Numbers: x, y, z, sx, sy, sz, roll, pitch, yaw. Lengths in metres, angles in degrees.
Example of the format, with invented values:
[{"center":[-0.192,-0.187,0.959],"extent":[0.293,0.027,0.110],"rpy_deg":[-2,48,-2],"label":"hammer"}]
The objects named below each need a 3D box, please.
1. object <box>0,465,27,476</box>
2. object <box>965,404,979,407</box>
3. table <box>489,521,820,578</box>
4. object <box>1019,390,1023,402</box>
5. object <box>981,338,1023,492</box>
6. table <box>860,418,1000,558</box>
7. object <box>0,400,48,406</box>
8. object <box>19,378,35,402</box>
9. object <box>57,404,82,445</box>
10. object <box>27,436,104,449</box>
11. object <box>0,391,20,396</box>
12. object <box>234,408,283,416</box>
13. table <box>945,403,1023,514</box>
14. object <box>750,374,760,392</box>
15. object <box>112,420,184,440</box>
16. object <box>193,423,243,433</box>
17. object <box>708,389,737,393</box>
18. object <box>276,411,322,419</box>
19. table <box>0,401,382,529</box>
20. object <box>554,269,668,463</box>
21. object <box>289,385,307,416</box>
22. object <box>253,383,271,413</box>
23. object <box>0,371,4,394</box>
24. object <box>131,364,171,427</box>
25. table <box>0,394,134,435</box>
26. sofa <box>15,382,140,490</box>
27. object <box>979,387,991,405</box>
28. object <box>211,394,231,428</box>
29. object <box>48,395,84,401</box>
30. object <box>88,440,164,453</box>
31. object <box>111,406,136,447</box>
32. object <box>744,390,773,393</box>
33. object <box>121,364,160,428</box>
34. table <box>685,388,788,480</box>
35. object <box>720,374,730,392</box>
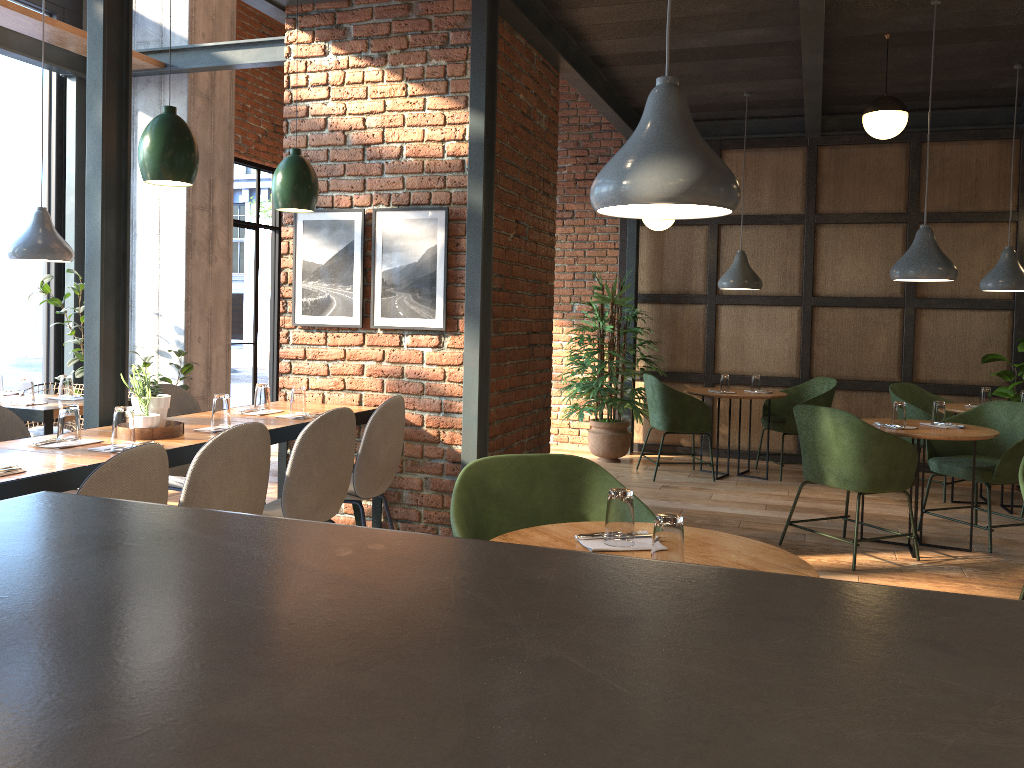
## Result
[{"center":[-1.556,0.257,2.567],"extent":[0.157,0.019,0.243],"rpy_deg":[3,5,19],"label":"object"},{"center":[3.413,0.156,6.413],"extent":[0.242,0.019,0.158],"rpy_deg":[-1,5,-26],"label":"object"},{"center":[0.305,0.767,2.139],"extent":[0.807,0.686,0.809],"rpy_deg":[-1,4,-41],"label":"table"},{"center":[3.555,0.115,6.134],"extent":[0.080,0.138,0.080],"rpy_deg":[3,3,26],"label":"object"},{"center":[4.147,-0.051,6.725],"extent":[1.058,1.792,0.722],"rpy_deg":[3,2,29],"label":"object"},{"center":[2.322,0.587,5.077],"extent":[0.807,0.686,0.809],"rpy_deg":[0,4,-30],"label":"table"},{"center":[-2.742,0.101,4.956],"extent":[0.243,0.019,0.158],"rpy_deg":[3,5,19],"label":"object"},{"center":[-2.722,0.034,4.972],"extent":[0.080,0.138,0.080],"rpy_deg":[1,2,-8],"label":"object"},{"center":[-1.585,0.143,3.170],"extent":[0.080,0.138,0.080],"rpy_deg":[4,3,42],"label":"object"},{"center":[-1.601,0.206,3.200],"extent":[0.157,0.019,0.243],"rpy_deg":[3,5,19],"label":"object"},{"center":[-3.133,0.054,5.443],"extent":[0.243,0.019,0.158],"rpy_deg":[3,5,19],"label":"object"},{"center":[-1.221,0.130,4.298],"extent":[0.157,0.019,0.243],"rpy_deg":[3,5,17],"label":"object"},{"center":[3.445,0.520,6.286],"extent":[0.808,0.686,0.809],"rpy_deg":[3,3,19],"label":"table"},{"center":[1.989,-0.008,7.233],"extent":[0.080,0.138,0.080],"rpy_deg":[1,2,-3],"label":"object"},{"center":[-1.414,0.178,3.445],"extent":[0.251,0.046,0.254],"rpy_deg":[1,4,-8],"label":"object"},{"center":[-1.197,0.180,3.663],"extent":[0.157,0.019,0.243],"rpy_deg":[3,5,19],"label":"object"},{"center":[1.689,0.057,7.150],"extent":[0.157,0.019,0.243],"rpy_deg":[0,5,-15],"label":"object"},{"center":[-1.000,0.145,4.176],"extent":[0.157,0.019,0.243],"rpy_deg":[3,5,19],"label":"object"},{"center":[-1.435,0.581,3.484],"extent":[0.658,0.764,2.777],"rpy_deg":[2,4,19],"label":"table"},{"center":[0.874,-0.180,7.814],"extent":[0.978,1.720,0.915],"rpy_deg":[1,2,-16],"label":"object"},{"center":[-1.014,0.076,4.202],"extent":[0.080,0.138,0.080],"rpy_deg":[1,2,-8],"label":"object"},{"center":[-1.203,0.066,4.269],"extent":[0.080,0.138,0.080],"rpy_deg":[3,3,40],"label":"object"},{"center":[-3.159,-0.011,5.425],"extent":[0.080,0.138,0.080],"rpy_deg":[1,2,-8],"label":"object"},{"center":[-1.424,0.057,3.494],"extent":[0.146,0.276,0.146],"rpy_deg":[1,2,0],"label":"object"},{"center":[-2.976,0.439,5.204],"extent":[1.272,0.705,0.659],"rpy_deg":[3,3,19],"label":"table"},{"center":[-2.793,0.389,5.740],"extent":[1.092,0.732,0.471],"rpy_deg":[3,3,19],"label":"sofa"},{"center":[3.414,0.092,6.385],"extent":[0.080,0.138,0.080],"rpy_deg":[1,2,-4],"label":"object"},{"center":[-1.211,0.111,3.689],"extent":[0.080,0.138,0.080],"rpy_deg":[1,2,-8],"label":"object"},{"center":[-2.615,0.080,5.266],"extent":[0.243,0.019,0.158],"rpy_deg":[3,5,19],"label":"object"},{"center":[-1.365,0.218,3.120],"extent":[0.157,0.019,0.243],"rpy_deg":[3,5,19],"label":"object"},{"center":[-1.379,0.150,3.146],"extent":[0.080,0.138,0.080],"rpy_deg":[1,3,-18],"label":"object"},{"center":[2.016,0.059,7.221],"extent":[0.157,0.019,0.243],"rpy_deg":[0,5,-15],"label":"object"},{"center":[-1.399,0.065,3.370],"extent":[0.115,0.281,0.128],"rpy_deg":[2,2,15],"label":"object"},{"center":[1.818,0.406,7.240],"extent":[0.807,0.686,0.809],"rpy_deg":[-1,4,-31],"label":"table"},{"center":[1.716,-0.008,7.142],"extent":[0.080,0.138,0.080],"rpy_deg":[1,2,-3],"label":"object"}]
